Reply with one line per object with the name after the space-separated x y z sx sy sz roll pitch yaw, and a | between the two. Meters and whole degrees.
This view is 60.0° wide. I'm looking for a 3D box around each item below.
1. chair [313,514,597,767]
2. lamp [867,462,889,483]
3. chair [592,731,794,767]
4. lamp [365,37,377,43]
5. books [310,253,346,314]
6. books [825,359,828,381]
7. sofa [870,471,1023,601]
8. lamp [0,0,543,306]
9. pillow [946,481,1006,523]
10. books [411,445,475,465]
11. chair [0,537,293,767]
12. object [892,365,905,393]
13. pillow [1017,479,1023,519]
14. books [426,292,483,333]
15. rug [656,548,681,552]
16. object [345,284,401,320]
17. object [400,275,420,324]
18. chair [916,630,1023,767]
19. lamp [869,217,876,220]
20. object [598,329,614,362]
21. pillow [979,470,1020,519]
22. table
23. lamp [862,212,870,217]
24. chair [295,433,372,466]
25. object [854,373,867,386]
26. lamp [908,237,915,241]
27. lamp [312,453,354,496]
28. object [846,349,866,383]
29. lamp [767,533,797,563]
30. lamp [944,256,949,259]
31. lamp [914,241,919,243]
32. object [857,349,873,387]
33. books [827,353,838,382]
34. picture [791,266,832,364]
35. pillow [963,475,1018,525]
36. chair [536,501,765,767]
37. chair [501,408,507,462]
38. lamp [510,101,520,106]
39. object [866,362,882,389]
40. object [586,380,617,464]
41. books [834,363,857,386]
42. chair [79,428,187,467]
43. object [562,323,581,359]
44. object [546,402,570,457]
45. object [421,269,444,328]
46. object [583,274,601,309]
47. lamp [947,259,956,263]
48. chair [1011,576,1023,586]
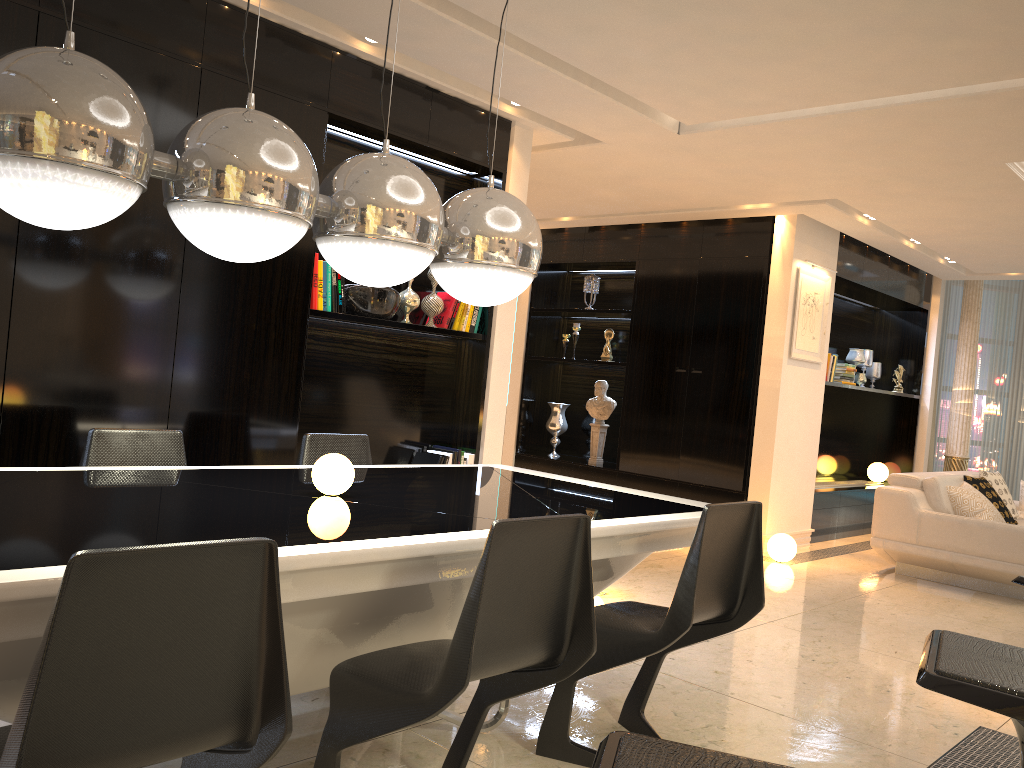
-0.137 0.705 2.125 0.496 0.858 0.523 6 0 43 | chair
3.895 0.941 9.441 0.212 0.214 0.213 6 0 3 | lamp
0.204 0.779 0.779 0.380 0.789 0.380 6 0 10 | chair
-0.640 -1.660 4.130 0.107 0.127 0.107 6 0 24 | lamp
-0.938 -0.486 4.325 0.210 0.270 0.236 6 0 42 | books
2.639 -0.165 7.813 0.208 0.270 0.240 6 0 43 | books
3.809 1.119 6.944 1.145 0.754 2.328 6 0 43 | sofa
-0.534 -0.927 2.585 0.408 1.226 1.827 6 0 43 | lamp
3.449 0.914 6.586 0.351 0.329 0.521 6 0 43 | pillow
-0.419 0.503 4.977 0.222 0.296 0.345 6 0 43 | books
-0.709 0.652 1.500 0.496 0.858 0.523 6 0 43 | chair
4.020 -0.049 9.220 0.116 0.293 0.182 6 0 40 | object
4.411 0.982 7.337 0.281 0.325 0.521 5 0 -38 | pillow
-0.319 -0.413 5.004 0.189 0.238 0.290 6 0 41 | books
-1.009 1.018 7.951 5.025 0.015 1.526 6 0 43 | rug
-0.721 -0.416 4.543 0.193 0.177 0.375 6 0 43 | object
-0.549 -0.527 4.756 0.121 0.416 0.121 6 0 38 | object
0.795 0.834 1.366 0.380 0.789 0.380 6 0 25 | chair
2.807 -1.337 6.855 0.107 0.127 0.107 5 0 -36 | lamp
0.902 -0.362 8.335 0.116 0.318 0.113 6 0 42 | object
4.032 0.918 7.296 0.255 0.399 0.526 6 0 43 | pillow
-0.633 0.704 2.572 1.293 0.759 3.031 6 0 43 | table
2.730 -1.344 6.771 0.107 0.127 0.107 5 0 -36 | lamp
-0.607 0.653 3.570 0.496 0.858 0.523 6 0 43 | chair
3.465 -0.031 8.829 0.119 0.154 0.119 5 0 -38 | object
3.423 -1.280 7.529 0.107 0.127 0.107 5 0 -36 | lamp
-0.533 0.269 2.643 0.125 0.125 0.125 6 0 3 | lamp
3.379 -0.153 8.740 0.181 0.381 0.181 6 0 37 | object
2.006 1.216 6.591 0.213 0.214 0.212 6 0 -8 | lamp
4.059 -1.221 8.224 0.107 0.127 0.107 6 0 24 | lamp
3.506 -1.272 7.619 0.107 0.127 0.107 6 0 24 | lamp
3.637 -0.140 9.170 0.156 0.426 0.156 5 0 -42 | object
2.791 -0.146 7.986 0.212 0.261 0.210 6 0 43 | books
2.427 -0.550 7.204 0.027 0.729 0.610 6 0 43 | picture
3.753 0.907 6.930 0.323 0.355 0.524 6 0 43 | pillow
0.447 0.759 2.764 0.496 0.858 0.523 6 0 43 | chair
-0.452 0.620 9.418 0.625 0.898 0.702 6 0 44 | chair
0.037 -1.597 4.870 0.107 0.127 0.107 6 0 24 | lamp
3.810 -0.069 9.356 0.147 0.317 0.147 6 0 45 | object
0.829 0.359 8.366 0.221 0.794 0.308 5 0 -20 | object
3.070 -0.091 8.329 0.296 0.197 0.260 5 0 -45 | books
-1.179 0.600 2.944 0.496 0.858 0.523 6 0 43 | chair
0.567 -0.416 8.596 0.176 0.361 0.079 6 0 24 | object
0.440 0.453 8.791 0.221 0.522 0.221 5 0 -43 | object
-0.418 -0.612 4.849 0.121 0.612 0.121 6 0 38 | object
0.745 -0.868 8.369 0.155 0.347 0.155 6 0 23 | object
4.141 -1.202 8.323 0.107 0.127 0.107 6 0 24 | lamp
1.441 0.893 2.132 0.380 0.789 0.380 5 0 -15 | chair
